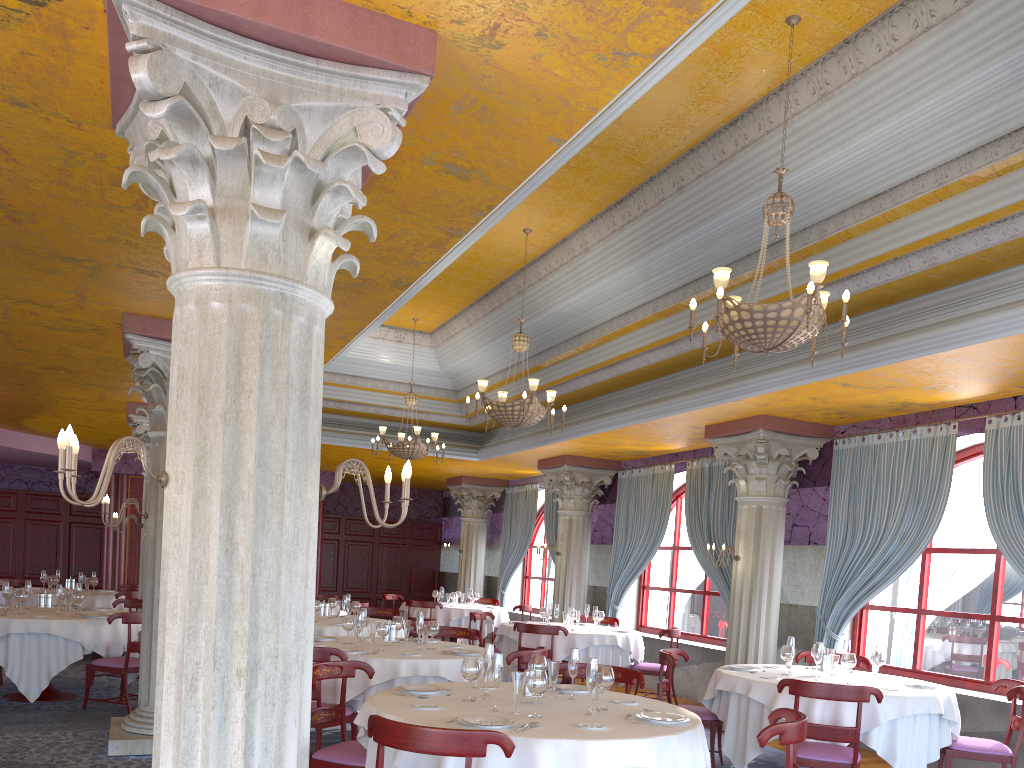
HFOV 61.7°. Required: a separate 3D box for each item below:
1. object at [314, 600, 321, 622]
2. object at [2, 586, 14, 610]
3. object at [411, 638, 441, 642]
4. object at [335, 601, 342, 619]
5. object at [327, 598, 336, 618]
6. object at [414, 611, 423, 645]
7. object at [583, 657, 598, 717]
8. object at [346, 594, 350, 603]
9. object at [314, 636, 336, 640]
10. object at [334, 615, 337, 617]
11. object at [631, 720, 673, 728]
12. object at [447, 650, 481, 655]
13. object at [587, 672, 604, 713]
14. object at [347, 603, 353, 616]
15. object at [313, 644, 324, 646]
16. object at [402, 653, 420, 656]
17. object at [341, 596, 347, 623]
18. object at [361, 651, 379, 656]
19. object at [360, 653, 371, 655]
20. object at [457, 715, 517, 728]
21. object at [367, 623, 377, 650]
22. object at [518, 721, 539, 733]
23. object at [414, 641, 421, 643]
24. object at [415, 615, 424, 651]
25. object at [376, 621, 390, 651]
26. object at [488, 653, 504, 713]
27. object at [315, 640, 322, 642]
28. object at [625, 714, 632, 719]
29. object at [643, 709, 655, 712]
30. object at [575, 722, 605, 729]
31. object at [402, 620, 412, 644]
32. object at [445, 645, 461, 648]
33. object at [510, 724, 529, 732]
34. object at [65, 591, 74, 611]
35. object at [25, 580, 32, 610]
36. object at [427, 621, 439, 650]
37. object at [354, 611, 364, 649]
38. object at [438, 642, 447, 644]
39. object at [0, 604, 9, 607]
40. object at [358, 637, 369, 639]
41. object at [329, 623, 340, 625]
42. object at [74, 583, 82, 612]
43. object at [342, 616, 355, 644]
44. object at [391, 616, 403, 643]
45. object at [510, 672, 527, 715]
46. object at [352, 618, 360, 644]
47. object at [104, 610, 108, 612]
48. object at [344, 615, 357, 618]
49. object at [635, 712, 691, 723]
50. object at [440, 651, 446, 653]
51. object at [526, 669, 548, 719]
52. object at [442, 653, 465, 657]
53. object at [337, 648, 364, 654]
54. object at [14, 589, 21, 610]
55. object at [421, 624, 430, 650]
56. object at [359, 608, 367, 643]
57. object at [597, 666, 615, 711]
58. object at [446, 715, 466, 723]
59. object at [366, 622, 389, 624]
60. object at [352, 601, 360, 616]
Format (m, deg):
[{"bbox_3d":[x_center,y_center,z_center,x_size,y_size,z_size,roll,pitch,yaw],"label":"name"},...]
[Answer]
[{"bbox_3d":[-2.396,2.776,10.459,0.123,0.265,0.121,3,1,-32],"label":"object"},{"bbox_3d":[-5.631,2.394,9.567,0.122,0.265,0.121,3,1,-10],"label":"object"},{"bbox_3d":[-0.882,2.631,8.790,0.316,0.024,0.316,9,-13,-23],"label":"object"},{"bbox_3d":[-2.269,2.954,11.200,0.086,0.238,0.085,3,2,-21],"label":"object"},{"bbox_3d":[-2.370,2.946,11.257,0.122,0.265,0.121,3,1,-10],"label":"object"},{"bbox_3d":[-0.908,2.386,8.368,0.074,0.337,0.073,4,3,13],"label":"object"},{"bbox_3d":[0.453,1.732,4.901,0.074,0.337,0.073,2,3,-32],"label":"object"},{"bbox_3d":[-2.143,2.904,11.159,0.073,0.337,0.074,5,3,35],"label":"object"},{"bbox_3d":[-1.869,2.478,8.344,0.316,0.024,0.316,9,-13,-23],"label":"object"},{"bbox_3d":[-2.325,3.148,11.623,0.054,0.020,0.262,-1,-13,25],"label":"object"},{"bbox_3d":[0.771,1.872,4.714,0.231,0.013,0.028,-1,-10,21],"label":"object"},{"bbox_3d":[-0.439,2.449,7.804,0.316,0.024,0.316,9,-13,-23],"label":"object"},{"bbox_3d":[0.489,1.810,5.027,0.086,0.238,0.085,3,1,1],"label":"object"},{"bbox_3d":[-2.043,2.871,10.745,0.086,0.238,0.085,3,1,1],"label":"object"},{"bbox_3d":[-1.786,2.370,7.776,0.159,0.009,0.161,4,-12,-4],"label":"object"},{"bbox_3d":[-0.881,2.361,7.479,0.159,0.009,0.161,4,-12,-4],"label":"object"},{"bbox_3d":[-2.079,2.793,10.619,0.074,0.337,0.073,4,3,13],"label":"object"},{"bbox_3d":[-1.219,2.301,7.316,0.054,0.020,0.262,-1,-13,25],"label":"object"},{"bbox_3d":[-1.256,2.310,7.328,0.022,0.003,0.259,-1,-13,20],"label":"object"},{"bbox_3d":[-0.130,1.752,4.431,0.313,0.024,0.319,4,-12,-4],"label":"object"},{"bbox_3d":[-1.263,2.278,7.727,0.086,0.238,0.085,3,1,1],"label":"object"},{"bbox_3d":[0.077,1.758,4.389,0.054,0.020,0.262,-1,-13,25],"label":"object"},{"bbox_3d":[-0.922,2.594,8.593,0.138,0.011,0.030,-2,-11,23],"label":"object"},{"bbox_3d":[-0.843,2.275,7.829,0.074,0.337,0.073,4,3,13],"label":"object"},{"bbox_3d":[-1.160,2.258,7.669,0.123,0.265,0.121,3,1,-32],"label":"object"},{"bbox_3d":[-0.087,1.686,4.835,0.074,0.337,0.073,2,3,-32],"label":"object"},{"bbox_3d":[-1.912,2.433,8.137,0.256,0.020,0.056,-2,-12,25],"label":"object"},{"bbox_3d":[0.659,1.909,4.916,0.029,0.011,0.142,-1,-13,23],"label":"object"},{"bbox_3d":[0.899,1.954,5.085,0.256,0.020,0.056,-2,-12,25],"label":"object"},{"bbox_3d":[0.415,1.818,4.551,0.160,0.009,0.160,9,-13,-23],"label":"object"},{"bbox_3d":[-1.033,2.436,8.409,0.085,0.238,0.086,4,2,24],"label":"object"},{"bbox_3d":[-0.580,2.571,8.385,0.161,0.009,0.159,15,-16,-42],"label":"object"},{"bbox_3d":[0.040,1.767,4.401,0.022,0.003,0.259,-1,-13,20],"label":"object"},{"bbox_3d":[-5.118,2.508,9.898,0.086,0.238,0.085,2,2,-44],"label":"object"},{"bbox_3d":[-5.532,2.411,9.790,0.074,0.337,0.073,4,3,13],"label":"object"},{"bbox_3d":[-0.749,2.365,8.056,0.122,0.265,0.121,3,1,-10],"label":"object"},{"bbox_3d":[-1.383,2.229,7.762,0.074,0.337,0.073,4,3,13],"label":"object"},{"bbox_3d":[-0.719,2.629,8.705,0.027,0.013,0.237,0,-12,21],"label":"object"},{"bbox_3d":[-5.954,2.549,9.832,0.316,0.024,0.316,9,-13,-23],"label":"object"},{"bbox_3d":[-1.486,2.580,8.683,0.159,0.009,0.161,4,-12,-4],"label":"object"},{"bbox_3d":[-2.117,2.879,10.269,0.158,0.009,0.162,0,-12,16],"label":"object"},{"bbox_3d":[-4.992,2.458,9.857,0.074,0.337,0.073,4,3,13],"label":"object"},{"bbox_3d":[-1.546,2.322,8.079,0.122,0.265,0.121,3,1,-10],"label":"object"},{"bbox_3d":[-1.134,2.429,8.466,0.122,0.265,0.121,3,1,-10],"label":"object"},{"bbox_3d":[0.033,1.735,4.800,0.086,0.238,0.085,3,2,-21],"label":"object"},{"bbox_3d":[-1.489,2.360,8.182,0.086,0.238,0.085,3,2,-21],"label":"object"},{"bbox_3d":[-4.804,2.700,10.193,0.027,0.013,0.237,0,-12,21],"label":"object"},{"bbox_3d":[-2.118,3.149,11.581,0.312,0.024,0.320,2,-12,6],"label":"object"},{"bbox_3d":[0.857,1.906,4.877,0.313,0.024,0.319,4,-12,-4],"label":"object"},{"bbox_3d":[-0.637,2.452,7.844,0.029,0.011,0.142,-1,-13,23],"label":"object"},{"bbox_3d":[0.136,1.715,4.741,0.122,0.265,0.121,3,1,-10],"label":"object"},{"bbox_3d":[-0.526,2.415,7.641,0.231,0.013,0.028,-1,-10,21],"label":"object"},{"bbox_3d":[-1.427,2.295,7.358,0.316,0.024,0.316,9,-13,-23],"label":"object"},{"bbox_3d":[-5.574,2.432,9.670,0.085,0.238,0.086,4,2,24],"label":"object"},{"bbox_3d":[-0.807,2.353,7.954,0.086,0.238,0.085,2,2,-44],"label":"object"},{"bbox_3d":[-1.447,2.340,8.302,0.074,0.337,0.073,4,3,13],"label":"object"},{"bbox_3d":[0.548,1.822,5.128,0.123,0.265,0.121,3,1,-32],"label":"object"},{"bbox_3d":[-0.294,1.766,4.517,0.027,0.013,0.237,0,-12,21],"label":"object"},{"bbox_3d":[-1.675,2.966,10.595,0.316,0.024,0.316,9,-13,-23],"label":"object"},{"bbox_3d":[-1.984,2.882,10.846,0.121,0.265,0.123,4,1,35],"label":"object"}]
